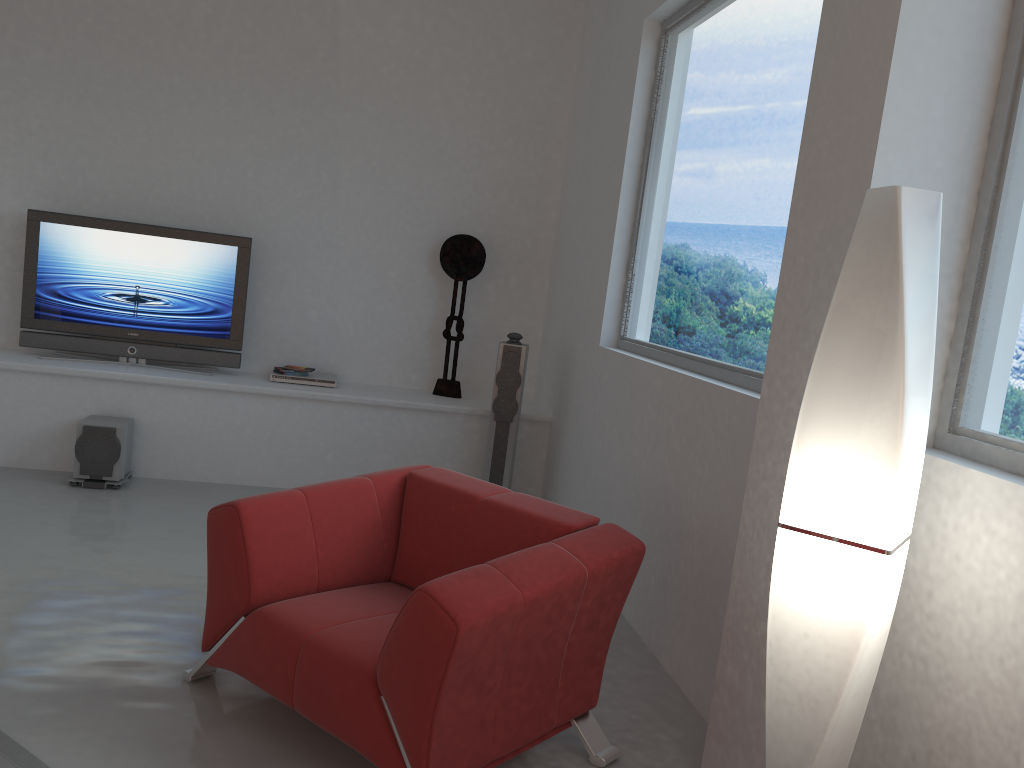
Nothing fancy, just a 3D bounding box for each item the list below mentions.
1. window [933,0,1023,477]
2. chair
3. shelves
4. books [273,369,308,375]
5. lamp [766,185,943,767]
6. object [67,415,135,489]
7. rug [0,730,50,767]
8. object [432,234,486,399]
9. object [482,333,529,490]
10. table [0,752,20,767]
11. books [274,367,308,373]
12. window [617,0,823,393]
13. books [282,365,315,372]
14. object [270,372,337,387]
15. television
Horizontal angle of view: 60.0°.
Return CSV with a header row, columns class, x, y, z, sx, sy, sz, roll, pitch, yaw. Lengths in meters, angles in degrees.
class,x,y,z,sx,sy,sz,roll,pitch,yaw
window,1.484,-0.554,1.076,0.100,1.800,2.400,6,7,-11
chair,-0.330,0.758,2.959,1.288,0.738,0.951,12,8,38
shelves,-2.471,-0.087,5.713,5.500,0.050,0.650,6,7,-11
books,-1.493,-0.079,5.987,0.135,0.015,0.190,13,9,43
lamp,0.702,0.477,1.940,0.313,1.779,0.313,5,7,-19
object,-2.447,0.405,5.312,0.336,0.374,0.337,6,7,-11
rug,-1.691,1.097,1.704,1.700,0.025,1.700,12,8,33
object,-0.387,-0.473,6.170,0.331,1.130,0.108,9,7,13
object,-0.049,0.255,5.706,0.255,1.184,0.273,8,6,4
table,-1.666,0.953,1.698,1.162,0.286,1.097,12,8,33
books,-1.492,-0.094,5.989,0.190,0.015,0.135,3,8,-31
window,0.975,-0.928,3.803,0.100,1.800,2.400,6,7,-11
books,-1.440,-0.103,5.992,0.190,0.015,0.135,7,6,-1
object,-1.410,-0.044,6.036,0.430,0.045,0.352,6,7,-11
television,-2.436,-0.581,5.771,1.356,0.919,0.343,6,7,-11
